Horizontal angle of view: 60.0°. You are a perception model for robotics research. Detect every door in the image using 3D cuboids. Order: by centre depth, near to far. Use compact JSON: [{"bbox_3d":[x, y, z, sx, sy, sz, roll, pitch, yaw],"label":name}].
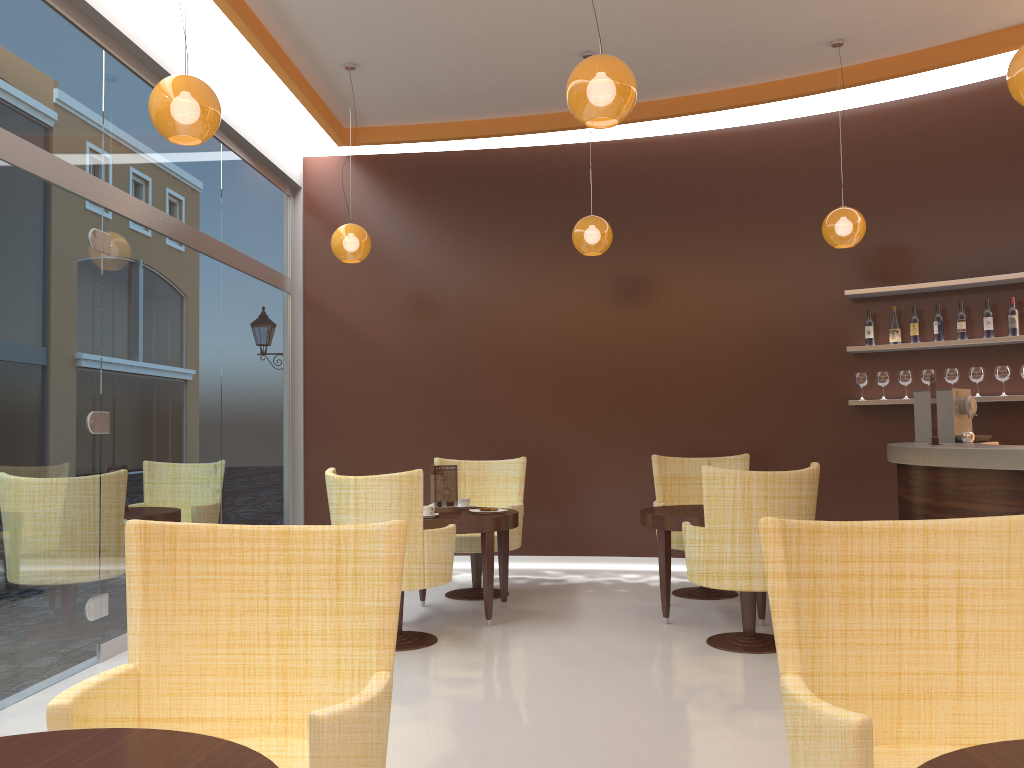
[{"bbox_3d":[-2.328,0.221,4.055,0.020,2.499,1.640,-1,-3,4],"label":"door"}]

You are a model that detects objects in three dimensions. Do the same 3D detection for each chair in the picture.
[{"bbox_3d":[0.938,0.801,1.891,0.729,1.017,0.685,-1,-3,1],"label":"chair"},{"bbox_3d":[-0.617,0.832,2.009,0.729,1.017,0.685,-1,-3,7],"label":"chair"},{"bbox_3d":[1.343,0.954,4.985,0.729,1.017,0.685,0,-3,-18],"label":"chair"},{"bbox_3d":[-0.707,0.995,5.164,0.729,1.017,0.685,-3,-4,36],"label":"chair"},{"bbox_3d":[1.411,1.034,6.581,0.729,1.017,0.685,-1,-3,11],"label":"chair"},{"bbox_3d":[-0.257,1.067,6.698,0.729,1.017,0.685,-1,-3,7],"label":"chair"}]

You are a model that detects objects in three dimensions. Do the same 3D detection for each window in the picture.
[{"bbox_3d":[-2.336,-0.277,4.081,0.040,3.380,8.200,-1,-3,4],"label":"window"}]

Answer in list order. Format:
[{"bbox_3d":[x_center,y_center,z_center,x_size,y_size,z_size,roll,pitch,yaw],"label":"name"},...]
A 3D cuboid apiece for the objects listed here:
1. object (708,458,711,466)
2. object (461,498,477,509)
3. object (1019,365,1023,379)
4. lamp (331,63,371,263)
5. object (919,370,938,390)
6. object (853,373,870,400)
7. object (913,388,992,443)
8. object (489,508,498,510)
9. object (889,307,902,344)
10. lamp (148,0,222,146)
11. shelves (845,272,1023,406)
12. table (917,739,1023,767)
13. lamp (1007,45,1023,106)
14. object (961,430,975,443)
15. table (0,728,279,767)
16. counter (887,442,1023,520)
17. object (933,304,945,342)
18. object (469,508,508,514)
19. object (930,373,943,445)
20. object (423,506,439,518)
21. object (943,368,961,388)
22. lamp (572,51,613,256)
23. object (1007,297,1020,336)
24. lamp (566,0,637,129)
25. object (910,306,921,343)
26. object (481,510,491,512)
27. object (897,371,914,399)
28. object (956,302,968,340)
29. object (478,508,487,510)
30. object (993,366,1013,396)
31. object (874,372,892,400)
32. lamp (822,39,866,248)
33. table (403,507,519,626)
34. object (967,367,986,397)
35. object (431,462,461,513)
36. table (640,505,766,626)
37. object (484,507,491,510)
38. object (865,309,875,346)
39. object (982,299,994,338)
[{"bbox_3d":[1.298,0.658,5.814,0.042,0.335,0.209,-2,-3,18],"label":"object"},{"bbox_3d":[-0.330,0.839,6.235,0.153,0.069,0.153,-2,-3,26],"label":"object"},{"bbox_3d":[3.691,-0.027,6.324,0.125,0.221,0.125,-3,-3,29],"label":"object"},{"bbox_3d":[-1.215,-1.665,6.675,0.299,1.500,0.299,1,-3,-28],"label":"lamp"},{"bbox_3d":[3.170,0.003,6.745,0.125,0.221,0.125,-3,-3,29],"label":"object"},{"bbox_3d":[2.766,0.024,7.014,0.125,0.221,0.125,-3,-3,29],"label":"object"},{"bbox_3d":[2.828,0.203,5.686,0.270,0.340,0.373,2,-4,-41],"label":"object"},{"bbox_3d":[-0.123,0.837,5.917,0.055,0.018,0.052,-3,-3,28],"label":"object"},{"bbox_3d":[2.984,-0.451,6.906,0.086,0.303,0.086,0,-3,-17],"label":"object"},{"bbox_3d":[-1.430,-1.804,3.887,0.299,1.500,0.299,0,-3,-21],"label":"lamp"},{"bbox_3d":[4.270,-0.393,5.353,0.586,0.902,4.744,1,-4,-38],"label":"shelves"},{"bbox_3d":[0.956,0.929,1.087,0.874,0.679,0.872,-3,-4,41],"label":"table"},{"bbox_3d":[2.159,-1.875,3.614,0.299,1.500,0.299,0,-3,-18],"label":"lamp"},{"bbox_3d":[2.789,0.322,5.426,0.075,0.077,0.075,1,-3,-27],"label":"object"},{"bbox_3d":[-0.752,0.963,1.217,0.872,0.679,0.874,1,-4,-39],"label":"table"},{"bbox_3d":[3.138,0.853,4.394,1.586,1.100,2.917,2,-4,-41],"label":"counter"},{"bbox_3d":[3.235,-0.459,6.724,0.073,0.297,0.073,-2,-3,14],"label":"object"},{"bbox_3d":[-0.155,0.844,5.879,0.234,0.020,0.234,0,-3,-24],"label":"object"},{"bbox_3d":[2.483,0.148,5.218,0.052,0.414,0.258,-2,-3,18],"label":"object"},{"bbox_3d":[-0.546,0.812,5.635,0.153,0.069,0.153,-1,-3,5],"label":"object"},{"bbox_3d":[3.303,-0.004,6.650,0.125,0.221,0.125,-3,-3,29],"label":"object"},{"bbox_3d":[0.579,-1.700,6.539,0.299,1.500,0.299,0,-3,-18],"label":"lamp"},{"bbox_3d":[3.622,-0.481,6.407,0.073,0.297,0.073,-2,-3,14],"label":"object"},{"bbox_3d":[0.365,-1.840,3.750,0.299,1.500,0.299,-2,-3,15],"label":"lamp"},{"bbox_3d":[3.101,-0.452,6.823,0.073,0.297,0.073,1,-3,-26],"label":"object"},{"bbox_3d":[-0.168,0.834,5.833,0.054,0.018,0.051,1,-4,-38],"label":"object"},{"bbox_3d":[3.037,0.010,6.840,0.125,0.221,0.125,-3,-3,29],"label":"object"},{"bbox_3d":[3.361,-0.466,6.624,0.073,0.297,0.073,-2,-3,14],"label":"object"},{"bbox_3d":[-0.195,0.828,5.856,0.055,0.016,0.052,-1,-3,3],"label":"object"},{"bbox_3d":[3.568,-0.019,6.441,0.125,0.221,0.125,-3,-3,29],"label":"object"},{"bbox_3d":[2.901,0.017,6.930,0.125,0.221,0.125,-3,-3,29],"label":"object"},{"bbox_3d":[2.374,-1.736,6.402,0.299,1.500,0.299,0,-3,-17],"label":"lamp"},{"bbox_3d":[-0.391,1.198,5.905,0.872,0.679,0.874,1,-4,-39],"label":"table"},{"bbox_3d":[3.435,-0.011,6.546,0.125,0.221,0.125,-3,-3,29],"label":"object"},{"bbox_3d":[-0.442,0.692,5.934,0.209,0.335,0.042,0,-3,-21],"label":"object"},{"bbox_3d":[1.290,1.165,5.786,0.872,0.679,0.874,1,-4,-39],"label":"table"},{"bbox_3d":[-0.167,0.836,5.931,0.054,0.018,0.051,-1,-3,3],"label":"object"},{"bbox_3d":[2.821,-0.439,6.990,0.073,0.297,0.073,-2,-3,14],"label":"object"},{"bbox_3d":[3.497,-0.474,6.514,0.073,0.297,0.073,-1,-3,2],"label":"object"}]
